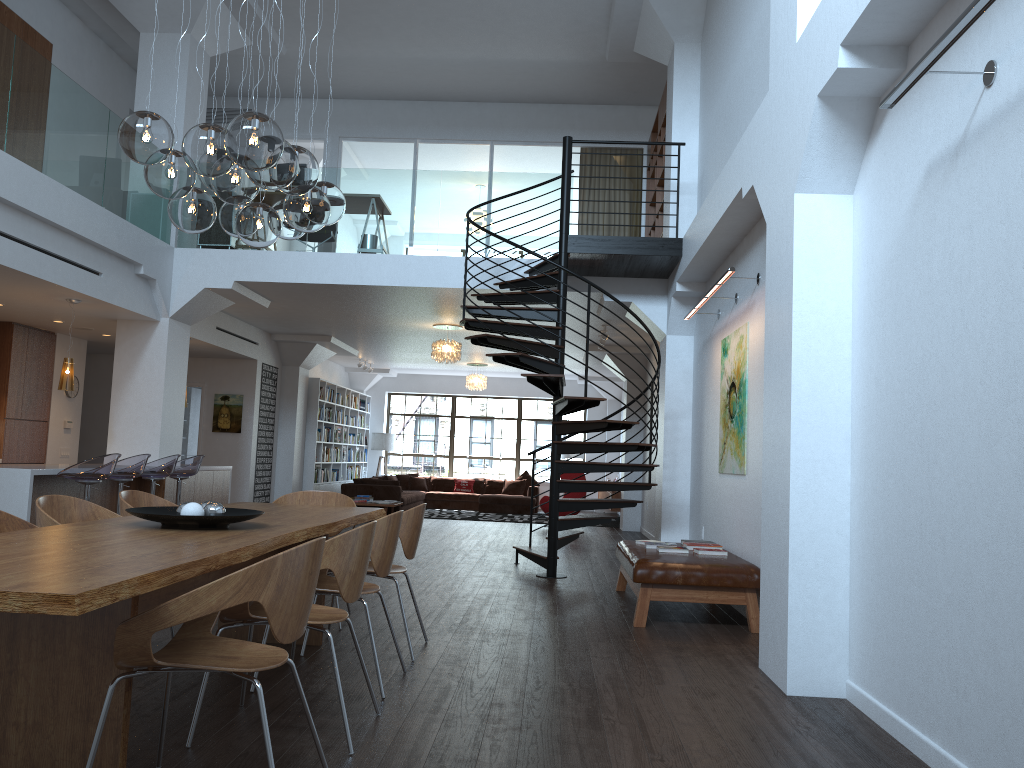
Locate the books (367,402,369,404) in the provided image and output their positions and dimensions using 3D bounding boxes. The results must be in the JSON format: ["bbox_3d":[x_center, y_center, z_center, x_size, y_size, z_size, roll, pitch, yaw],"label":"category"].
[{"bbox_3d":[-3.342,0.535,20.267,0.140,0.231,0.042,2,-5,3],"label":"books"}]

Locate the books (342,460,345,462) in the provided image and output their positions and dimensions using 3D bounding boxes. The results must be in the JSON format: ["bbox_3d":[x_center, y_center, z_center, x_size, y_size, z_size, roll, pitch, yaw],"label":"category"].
[{"bbox_3d":[-3.530,1.564,18.056,0.246,0.038,0.171,2,-5,3],"label":"books"}]

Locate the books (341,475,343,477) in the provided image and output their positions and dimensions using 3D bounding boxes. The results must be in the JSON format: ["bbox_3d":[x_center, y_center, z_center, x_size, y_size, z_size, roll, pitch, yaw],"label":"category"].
[{"bbox_3d":[-3.584,1.861,18.006,0.254,0.032,0.174,2,-5,8],"label":"books"}]

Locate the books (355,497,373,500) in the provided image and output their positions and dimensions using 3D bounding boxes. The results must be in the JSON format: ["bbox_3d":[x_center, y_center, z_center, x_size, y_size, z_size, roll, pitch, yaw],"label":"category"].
[{"bbox_3d":[-2.588,1.995,15.520,0.279,0.035,0.191,1,-5,13],"label":"books"}]

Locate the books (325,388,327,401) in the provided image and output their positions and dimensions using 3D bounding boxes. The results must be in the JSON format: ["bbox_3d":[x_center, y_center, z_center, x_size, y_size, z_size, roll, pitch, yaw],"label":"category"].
[{"bbox_3d":[-3.527,0.195,16.458,0.170,0.251,0.118,2,-5,3],"label":"books"}]

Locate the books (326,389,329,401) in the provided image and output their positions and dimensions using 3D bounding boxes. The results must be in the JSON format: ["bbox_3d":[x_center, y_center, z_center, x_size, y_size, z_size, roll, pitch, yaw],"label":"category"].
[{"bbox_3d":[-3.521,0.203,16.511,0.174,0.242,0.105,2,-5,3],"label":"books"}]

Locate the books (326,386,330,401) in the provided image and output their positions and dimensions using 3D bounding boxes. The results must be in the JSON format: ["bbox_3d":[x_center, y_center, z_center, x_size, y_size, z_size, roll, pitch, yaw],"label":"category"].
[{"bbox_3d":[-3.522,0.187,16.600,0.176,0.293,0.125,2,-5,3],"label":"books"}]

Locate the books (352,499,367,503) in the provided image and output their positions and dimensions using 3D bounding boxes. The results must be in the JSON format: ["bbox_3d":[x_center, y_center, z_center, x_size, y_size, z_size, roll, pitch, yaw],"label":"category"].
[{"bbox_3d":[-2.674,1.994,15.116,0.236,0.035,0.340,0,-5,28],"label":"books"}]

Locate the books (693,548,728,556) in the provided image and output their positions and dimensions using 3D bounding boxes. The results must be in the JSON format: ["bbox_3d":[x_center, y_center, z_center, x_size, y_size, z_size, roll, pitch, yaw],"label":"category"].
[{"bbox_3d":[1.511,1.279,6.759,0.224,0.036,0.161,3,-5,-3],"label":"books"}]

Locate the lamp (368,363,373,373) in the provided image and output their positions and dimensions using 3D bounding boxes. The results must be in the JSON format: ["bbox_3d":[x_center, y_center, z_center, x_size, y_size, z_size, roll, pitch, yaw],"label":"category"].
[{"bbox_3d":[-2.968,-0.336,18.623,0.120,0.211,0.111,4,-5,-23],"label":"lamp"}]

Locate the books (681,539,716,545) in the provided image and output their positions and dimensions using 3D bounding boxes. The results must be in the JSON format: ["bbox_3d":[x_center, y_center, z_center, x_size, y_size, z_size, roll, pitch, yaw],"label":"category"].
[{"bbox_3d":[1.557,1.333,7.406,0.254,0.044,0.183,3,-5,-2],"label":"books"}]

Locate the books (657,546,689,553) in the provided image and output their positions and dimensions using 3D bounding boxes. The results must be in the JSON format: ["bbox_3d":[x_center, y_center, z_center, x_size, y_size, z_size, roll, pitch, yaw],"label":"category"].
[{"bbox_3d":[1.231,1.270,6.798,0.224,0.032,0.161,2,-5,3],"label":"books"}]

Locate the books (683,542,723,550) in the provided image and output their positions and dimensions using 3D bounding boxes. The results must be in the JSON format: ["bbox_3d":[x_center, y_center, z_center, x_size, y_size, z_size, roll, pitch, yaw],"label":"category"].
[{"bbox_3d":[1.524,1.303,7.089,0.283,0.043,0.197,2,-5,2],"label":"books"}]

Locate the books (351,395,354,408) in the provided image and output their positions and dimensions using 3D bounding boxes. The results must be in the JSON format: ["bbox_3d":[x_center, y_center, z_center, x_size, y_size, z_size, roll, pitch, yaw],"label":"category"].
[{"bbox_3d":[-3.431,0.366,18.678,0.176,0.290,0.053,2,-5,3],"label":"books"}]

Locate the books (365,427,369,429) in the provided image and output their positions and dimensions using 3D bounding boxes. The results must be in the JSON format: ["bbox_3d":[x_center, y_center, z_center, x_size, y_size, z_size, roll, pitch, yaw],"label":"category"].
[{"bbox_3d":[-3.409,0.983,20.046,0.284,0.035,0.197,-1,-6,33],"label":"books"}]

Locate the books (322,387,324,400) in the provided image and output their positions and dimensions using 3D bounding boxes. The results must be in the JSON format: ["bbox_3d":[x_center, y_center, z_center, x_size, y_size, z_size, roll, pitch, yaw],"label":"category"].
[{"bbox_3d":[-3.538,0.171,16.217,0.170,0.251,0.118,2,-5,3],"label":"books"}]

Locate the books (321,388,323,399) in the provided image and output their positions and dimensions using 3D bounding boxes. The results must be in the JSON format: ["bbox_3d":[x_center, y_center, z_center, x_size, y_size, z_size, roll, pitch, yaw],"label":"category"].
[{"bbox_3d":[-3.535,0.180,16.141,0.161,0.222,0.084,2,-5,3],"label":"books"}]

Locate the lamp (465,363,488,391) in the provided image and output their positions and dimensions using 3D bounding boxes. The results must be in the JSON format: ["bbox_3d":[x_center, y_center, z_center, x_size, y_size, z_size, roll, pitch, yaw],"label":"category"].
[{"bbox_3d":[-0.713,-0.130,17.904,0.442,0.539,0.441,7,-7,-45],"label":"lamp"}]

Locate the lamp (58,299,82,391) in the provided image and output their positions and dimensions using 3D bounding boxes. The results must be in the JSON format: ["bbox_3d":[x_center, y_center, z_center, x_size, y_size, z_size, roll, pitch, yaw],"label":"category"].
[{"bbox_3d":[-3.456,-0.714,9.808,0.149,1.807,2.842,-2,-7,42],"label":"lamp"}]

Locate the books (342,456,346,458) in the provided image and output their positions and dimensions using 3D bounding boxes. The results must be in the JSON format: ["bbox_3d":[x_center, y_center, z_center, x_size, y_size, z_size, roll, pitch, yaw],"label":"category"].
[{"bbox_3d":[-3.532,1.490,18.090,0.259,0.040,0.180,2,-5,3],"label":"books"}]

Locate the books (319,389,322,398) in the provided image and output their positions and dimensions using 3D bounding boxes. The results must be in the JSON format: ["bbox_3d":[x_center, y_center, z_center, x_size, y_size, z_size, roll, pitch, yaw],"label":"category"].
[{"bbox_3d":[-3.551,0.178,16.043,0.167,0.210,0.162,2,-5,3],"label":"books"}]

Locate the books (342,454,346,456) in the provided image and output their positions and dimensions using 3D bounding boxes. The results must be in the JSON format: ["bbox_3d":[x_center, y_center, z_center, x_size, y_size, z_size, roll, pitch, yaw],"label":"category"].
[{"bbox_3d":[-3.517,1.447,18.079,0.231,0.044,0.168,3,-5,-2],"label":"books"}]

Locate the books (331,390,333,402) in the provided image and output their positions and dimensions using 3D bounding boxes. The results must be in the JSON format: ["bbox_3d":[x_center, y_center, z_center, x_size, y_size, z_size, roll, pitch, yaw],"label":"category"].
[{"bbox_3d":[-3.503,0.233,16.850,0.174,0.243,0.085,2,-5,3],"label":"books"}]

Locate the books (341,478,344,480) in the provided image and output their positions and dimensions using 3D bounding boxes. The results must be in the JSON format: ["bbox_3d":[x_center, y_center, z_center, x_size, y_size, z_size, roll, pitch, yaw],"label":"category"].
[{"bbox_3d":[-3.582,1.928,17.997,0.284,0.035,0.197,2,-5,3],"label":"books"}]

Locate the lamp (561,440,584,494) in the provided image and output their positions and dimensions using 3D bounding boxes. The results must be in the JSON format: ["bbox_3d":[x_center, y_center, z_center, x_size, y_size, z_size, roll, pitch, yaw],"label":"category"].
[{"bbox_3d":[1.332,2.069,19.940,0.545,1.579,0.545,1,-5,14],"label":"lamp"}]

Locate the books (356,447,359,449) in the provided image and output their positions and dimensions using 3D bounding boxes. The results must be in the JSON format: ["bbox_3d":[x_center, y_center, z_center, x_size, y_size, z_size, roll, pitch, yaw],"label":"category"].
[{"bbox_3d":[-3.447,1.386,19.203,0.224,0.030,0.161,1,-5,13],"label":"books"}]

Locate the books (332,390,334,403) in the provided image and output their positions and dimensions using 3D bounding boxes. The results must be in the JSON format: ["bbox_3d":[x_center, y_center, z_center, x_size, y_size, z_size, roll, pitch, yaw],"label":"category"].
[{"bbox_3d":[-3.499,0.236,16.952,0.182,0.255,0.077,2,-5,3],"label":"books"}]

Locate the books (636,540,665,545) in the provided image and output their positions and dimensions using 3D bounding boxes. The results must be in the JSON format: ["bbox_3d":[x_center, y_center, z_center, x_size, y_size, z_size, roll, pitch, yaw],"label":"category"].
[{"bbox_3d":[1.150,1.320,7.385,0.161,0.031,0.223,4,-5,-19],"label":"books"}]

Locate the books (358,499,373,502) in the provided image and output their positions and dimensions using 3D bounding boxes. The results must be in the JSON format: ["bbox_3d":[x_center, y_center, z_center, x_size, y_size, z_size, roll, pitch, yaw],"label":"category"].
[{"bbox_3d":[-2.585,2.030,15.513,0.312,0.037,0.216,3,-5,-7],"label":"books"}]

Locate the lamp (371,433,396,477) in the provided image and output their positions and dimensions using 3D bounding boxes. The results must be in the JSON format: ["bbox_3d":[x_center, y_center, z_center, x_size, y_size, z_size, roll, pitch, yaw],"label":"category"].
[{"bbox_3d":[-2.968,1.916,20.257,0.545,1.579,0.545,3,-5,-8],"label":"lamp"}]

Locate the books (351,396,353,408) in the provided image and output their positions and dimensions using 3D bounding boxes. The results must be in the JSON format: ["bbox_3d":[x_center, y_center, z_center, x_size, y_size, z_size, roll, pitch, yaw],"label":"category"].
[{"bbox_3d":[-3.433,0.381,18.593,0.171,0.246,0.057,2,-5,3],"label":"books"}]

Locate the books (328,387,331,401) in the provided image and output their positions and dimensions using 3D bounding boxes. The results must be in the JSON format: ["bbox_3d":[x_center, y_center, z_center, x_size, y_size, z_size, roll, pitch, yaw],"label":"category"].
[{"bbox_3d":[-3.524,0.193,16.663,0.197,0.290,0.136,2,-5,3],"label":"books"}]

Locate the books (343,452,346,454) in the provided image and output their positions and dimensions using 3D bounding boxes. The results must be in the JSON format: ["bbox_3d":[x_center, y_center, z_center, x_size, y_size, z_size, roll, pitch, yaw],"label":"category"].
[{"bbox_3d":[-3.520,1.406,18.075,0.253,0.040,0.183,2,-5,3],"label":"books"}]

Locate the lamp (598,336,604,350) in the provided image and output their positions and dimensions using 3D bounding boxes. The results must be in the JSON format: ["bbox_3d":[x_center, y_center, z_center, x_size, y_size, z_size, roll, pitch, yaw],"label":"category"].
[{"bbox_3d":[1.327,-0.615,13.228,0.111,0.211,0.120,-1,-6,37],"label":"lamp"}]

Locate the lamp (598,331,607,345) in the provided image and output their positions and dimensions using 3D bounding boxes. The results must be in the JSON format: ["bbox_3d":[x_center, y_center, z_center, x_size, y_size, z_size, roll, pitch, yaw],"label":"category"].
[{"bbox_3d":[1.304,-0.659,12.725,0.120,0.211,0.111,6,-6,-38],"label":"lamp"}]

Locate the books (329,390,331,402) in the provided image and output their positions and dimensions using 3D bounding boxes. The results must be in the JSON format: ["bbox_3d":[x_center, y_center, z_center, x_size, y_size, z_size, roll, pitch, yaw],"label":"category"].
[{"bbox_3d":[-3.507,0.220,16.731,0.159,0.248,0.089,2,-5,3],"label":"books"}]

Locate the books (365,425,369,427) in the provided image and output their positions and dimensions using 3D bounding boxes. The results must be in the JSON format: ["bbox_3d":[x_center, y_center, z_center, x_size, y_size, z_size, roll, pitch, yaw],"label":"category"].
[{"bbox_3d":[-3.408,0.949,20.048,0.284,0.033,0.197,1,-5,18],"label":"books"}]

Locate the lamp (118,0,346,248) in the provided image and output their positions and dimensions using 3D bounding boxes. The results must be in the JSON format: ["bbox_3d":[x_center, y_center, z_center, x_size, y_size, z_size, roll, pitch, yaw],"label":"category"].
[{"bbox_3d":[-1.308,-1.801,4.505,0.849,2.140,1.787,2,-5,2],"label":"lamp"}]

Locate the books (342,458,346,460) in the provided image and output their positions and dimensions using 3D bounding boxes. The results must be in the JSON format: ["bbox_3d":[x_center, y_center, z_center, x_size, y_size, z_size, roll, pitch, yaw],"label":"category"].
[{"bbox_3d":[-3.531,1.527,18.062,0.251,0.037,0.160,2,-5,8],"label":"books"}]

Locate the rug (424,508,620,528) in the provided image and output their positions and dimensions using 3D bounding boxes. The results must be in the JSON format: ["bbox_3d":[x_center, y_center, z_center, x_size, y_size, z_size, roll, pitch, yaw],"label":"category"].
[{"bbox_3d":[0.092,2.565,17.099,4.200,0.007,3.100,2,-5,4],"label":"rug"}]

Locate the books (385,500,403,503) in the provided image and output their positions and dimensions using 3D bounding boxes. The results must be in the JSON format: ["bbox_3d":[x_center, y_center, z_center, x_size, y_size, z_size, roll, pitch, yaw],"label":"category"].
[{"bbox_3d":[-2.103,2.043,15.422,0.256,0.035,0.350,0,-6,28],"label":"books"}]

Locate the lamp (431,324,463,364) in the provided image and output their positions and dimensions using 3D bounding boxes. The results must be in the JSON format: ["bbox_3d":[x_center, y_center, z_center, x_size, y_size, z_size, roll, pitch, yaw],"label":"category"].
[{"bbox_3d":[-0.945,-0.569,12.867,0.442,0.539,0.441,7,-7,-45],"label":"lamp"}]

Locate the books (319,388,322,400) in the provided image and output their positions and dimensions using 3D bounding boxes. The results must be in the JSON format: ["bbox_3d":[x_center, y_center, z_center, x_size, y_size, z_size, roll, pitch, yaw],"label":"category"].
[{"bbox_3d":[-3.539,0.179,16.107,0.161,0.218,0.101,2,-5,3],"label":"books"}]

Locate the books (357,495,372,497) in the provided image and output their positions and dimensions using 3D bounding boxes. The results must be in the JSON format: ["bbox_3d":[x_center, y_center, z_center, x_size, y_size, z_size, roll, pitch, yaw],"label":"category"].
[{"bbox_3d":[-2.582,1.963,15.520,0.224,0.027,0.157,2,-5,8],"label":"books"}]

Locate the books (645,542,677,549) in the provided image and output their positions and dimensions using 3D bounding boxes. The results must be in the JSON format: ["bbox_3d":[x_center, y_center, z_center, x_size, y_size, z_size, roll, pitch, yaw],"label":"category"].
[{"bbox_3d":[1.185,1.289,7.065,0.247,0.040,0.185,2,-5,6],"label":"books"}]

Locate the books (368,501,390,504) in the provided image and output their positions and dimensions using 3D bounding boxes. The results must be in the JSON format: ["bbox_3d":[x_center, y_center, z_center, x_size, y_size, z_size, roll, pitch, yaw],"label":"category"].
[{"bbox_3d":[-2.273,2.007,15.087,0.342,0.040,0.231,-2,-7,43],"label":"books"}]

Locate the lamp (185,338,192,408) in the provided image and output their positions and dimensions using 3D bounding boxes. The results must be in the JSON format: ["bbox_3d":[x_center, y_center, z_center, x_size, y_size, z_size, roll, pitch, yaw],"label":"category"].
[{"bbox_3d":[-4.250,-0.149,11.484,0.149,0.900,0.149,7,-7,-42],"label":"lamp"}]

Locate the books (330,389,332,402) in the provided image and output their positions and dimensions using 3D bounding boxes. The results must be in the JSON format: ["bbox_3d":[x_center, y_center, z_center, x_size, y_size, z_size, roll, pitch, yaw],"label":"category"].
[{"bbox_3d":[-3.503,0.221,16.764,0.182,0.253,0.098,2,-5,3],"label":"books"}]

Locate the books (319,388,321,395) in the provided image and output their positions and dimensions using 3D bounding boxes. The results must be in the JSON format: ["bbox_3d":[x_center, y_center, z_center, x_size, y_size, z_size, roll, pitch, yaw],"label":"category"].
[{"bbox_3d":[-3.546,0.167,15.952,0.182,0.215,0.188,2,-5,3],"label":"books"}]
